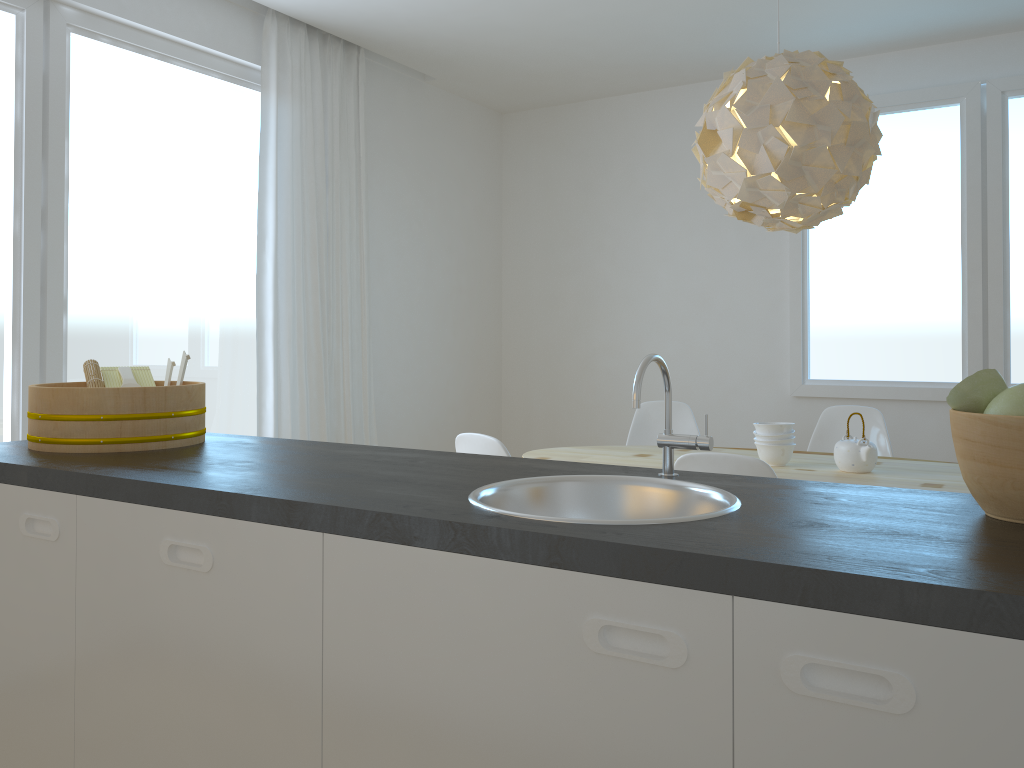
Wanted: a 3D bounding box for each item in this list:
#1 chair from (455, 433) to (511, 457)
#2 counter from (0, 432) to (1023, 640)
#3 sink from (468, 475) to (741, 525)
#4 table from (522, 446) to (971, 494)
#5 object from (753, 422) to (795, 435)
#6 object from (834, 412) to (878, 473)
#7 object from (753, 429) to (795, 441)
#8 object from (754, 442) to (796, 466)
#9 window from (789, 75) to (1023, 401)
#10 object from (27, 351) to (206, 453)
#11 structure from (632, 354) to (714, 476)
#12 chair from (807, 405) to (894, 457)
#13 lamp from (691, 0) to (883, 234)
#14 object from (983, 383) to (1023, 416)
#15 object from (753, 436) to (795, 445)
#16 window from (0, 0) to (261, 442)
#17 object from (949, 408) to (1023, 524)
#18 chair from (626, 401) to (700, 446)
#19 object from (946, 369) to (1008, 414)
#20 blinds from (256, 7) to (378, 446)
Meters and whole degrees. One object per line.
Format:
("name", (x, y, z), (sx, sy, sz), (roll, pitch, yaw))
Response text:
("chair", (0.092, 0.599, 2.920), (0.523, 0.902, 0.430), (0, 0, -38))
("counter", (-0.113, 0.182, 1.528), (2.401, 0.040, 0.601), (2, 3, 32))
("sink", (0.136, 0.244, 1.332), (0.404, 0.157, 0.404), (-1, 2, -16))
("table", (1.018, 0.674, 3.196), (2.190, 0.725, 1.194), (1, 2, 30))
("object", (0.985, 0.188, 3.332), (0.152, 0.087, 0.152), (-1, 2, -30))
("object", (1.222, 0.207, 3.157), (0.147, 0.212, 0.177), (0, 0, 31))
("object", (0.985, 0.216, 3.328), (0.151, 0.096, 0.152), (-1, 2, -42))
("object", (0.990, 0.263, 3.331), (0.152, 0.082, 0.152), (-1, 2, -19))
("window", (1.684, -0.415, 3.311), (1.880, 2.054, 2.549), (0, 1, 32))
("object", (-0.923, 0.030, 2.078), (0.378, 0.214, 0.430), (-1, 2, -30))
("structure", (0.269, 0.056, 1.498), (0.097, 0.215, 0.162), (0, 0, 32))
("chair", (1.425, 0.559, 3.832), (0.430, 0.902, 0.523), (0, 0, 32))
("lamp", (0.981, -1.101, 3.184), (0.639, 1.136, 0.646), (0, 0, 31))
("object", (0.666, 0.046, 1.150), (0.086, 0.098, 0.102), (0, 1, -37))
("object", (0.987, 0.240, 3.330), (0.151, 0.093, 0.152), (0, 2, -19))
("window", (-1.767, -0.474, 3.294), (0.088, 1.919, 2.727), (-1, 1, 32))
("object", (0.700, 0.108, 1.183), (0.205, 0.142, 0.205), (0, 1, -7))
("chair", (0.720, 0.545, 4.125), (0.430, 0.902, 0.523), (0, 0, 7))
("object", (0.644, 0.014, 1.222), (0.077, 0.072, 0.074), (-1, 1, -33))
("blinds", (-0.909, -0.702, 4.314), (0.150, 2.162, 0.794), (-1, -1, 32))
